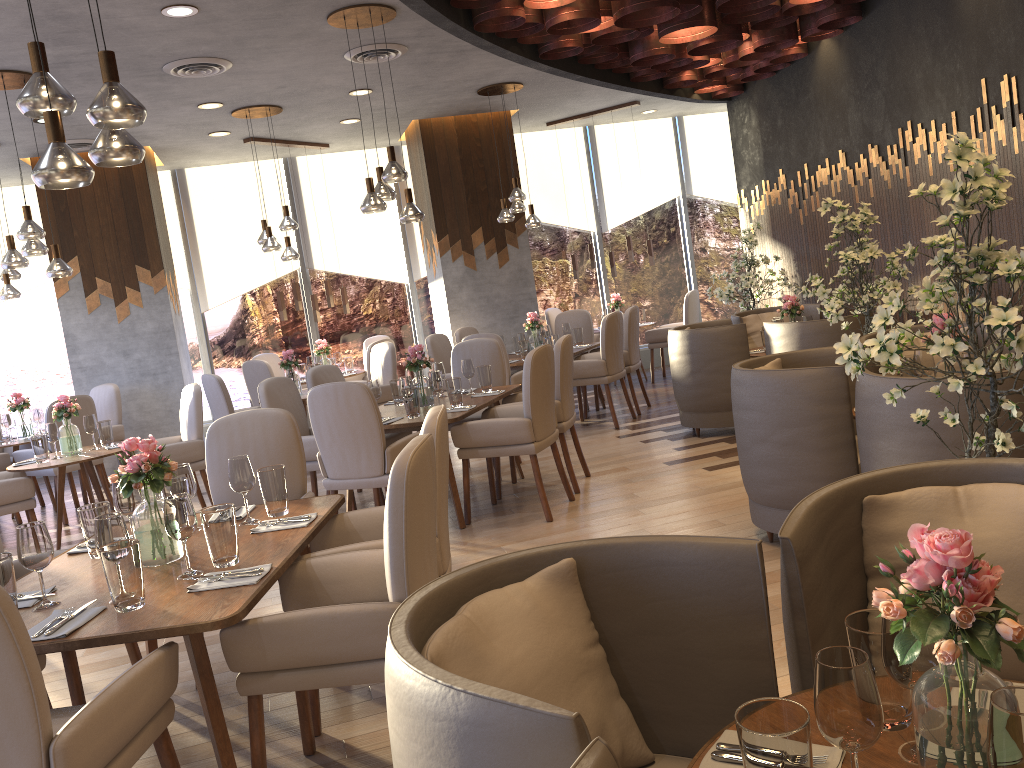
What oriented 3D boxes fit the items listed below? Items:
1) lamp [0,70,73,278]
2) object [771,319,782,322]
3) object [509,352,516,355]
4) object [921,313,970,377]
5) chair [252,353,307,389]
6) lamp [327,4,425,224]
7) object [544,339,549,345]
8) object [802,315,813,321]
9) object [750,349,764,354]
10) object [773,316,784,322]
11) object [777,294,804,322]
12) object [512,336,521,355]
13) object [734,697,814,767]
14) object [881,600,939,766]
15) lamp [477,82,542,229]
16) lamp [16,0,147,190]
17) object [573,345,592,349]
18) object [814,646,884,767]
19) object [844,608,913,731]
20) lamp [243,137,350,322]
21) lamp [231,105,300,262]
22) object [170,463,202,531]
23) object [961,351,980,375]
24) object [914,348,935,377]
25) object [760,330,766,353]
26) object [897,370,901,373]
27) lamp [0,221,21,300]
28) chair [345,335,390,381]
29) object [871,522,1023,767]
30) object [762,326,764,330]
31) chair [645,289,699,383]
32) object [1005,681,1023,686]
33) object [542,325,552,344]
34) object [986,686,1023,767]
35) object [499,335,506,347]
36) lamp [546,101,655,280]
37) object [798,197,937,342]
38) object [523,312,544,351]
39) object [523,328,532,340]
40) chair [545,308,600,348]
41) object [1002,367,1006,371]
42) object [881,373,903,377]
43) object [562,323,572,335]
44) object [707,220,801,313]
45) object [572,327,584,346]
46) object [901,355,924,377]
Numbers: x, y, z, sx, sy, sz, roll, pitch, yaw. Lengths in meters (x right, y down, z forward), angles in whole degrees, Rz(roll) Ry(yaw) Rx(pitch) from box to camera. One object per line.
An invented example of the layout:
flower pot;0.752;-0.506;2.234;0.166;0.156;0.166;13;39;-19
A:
lamp;-3.272;-1.356;5.897;0.440;1.323;0.440;-9;5;-12
object;2.058;-0.379;6.854;0.092;0.244;0.092;-13;6;-40
object;0.106;-0.326;8.959;0.254;0.019;0.158;-5;7;28
object;1.945;-0.115;3.958;0.198;0.414;0.210;-9;5;-2
chair;-2.503;0.129;9.905;0.599;0.997;0.530;-6;6;29
lamp;-0.858;-1.688;5.686;0.440;1.323;0.440;-9;5;-9
object;0.339;-0.440;8.953;0.102;0.178;0.102;-6;6;22
object;2.267;-0.401;6.772;0.092;0.244;0.092;-6;5;26
object;1.950;-0.263;6.973;0.255;0.019;0.158;-8;7;7
object;2.130;-0.413;7.053;0.092;0.244;0.092;-12;6;-37
object;2.193;-0.494;6.917;0.198;0.414;0.210;-12;6;-36
object;0.065;-0.381;8.790;0.102;0.178;0.102;-5;6;34
object;0.377;0.550;1.249;0.102;0.178;0.102;-5;6;30
object;0.632;0.463;1.387;0.092;0.244;0.092;-5;6;34
lamp;-0.015;-2.124;8.380;0.440;1.323;0.439;-11;6;-29
lamp;-1.395;-1.265;2.719;0.439;1.323;0.441;-6;5;25
object;0.636;-0.362;8.594;0.254;0.019;0.158;-5;7;29
object;0.480;0.502;1.251;0.092;0.244;0.092;-11;6;-30
object;0.626;0.485;1.498;0.102;0.178;0.102;-10;5;-12
lamp;-2.233;-1.618;9.480;0.118;1.926;1.166;-6;6;31
lamp;-2.146;-1.748;7.852;0.439;1.323;0.440;-9;5;-7
object;-1.187;0.415;3.221;0.092;0.244;0.092;-8;5;2
object;1.984;-0.016;3.808;0.092;0.244;0.092;-13;7;-41
object;1.922;-0.044;4.123;0.092;0.244;0.092;-10;5;-20
object;1.969;-0.327;6.803;0.102;0.178;0.102;-5;6;34
object;1.899;-0.019;4.231;0.102;0.178;0.102;-9;5;-11
lamp;-4.507;-1.369;7.589;0.439;1.323;0.441;-4;7;43
chair;-1.636;-0.025;10.133;0.527;0.997;0.602;-5;6;33
object;0.614;0.397;1.231;0.197;0.414;0.211;-8;5;8
object;2.076;-0.383;7.148;0.102;0.178;0.102;-7;5;11
chair;1.898;-0.559;10.236;0.599;0.997;0.530;-6;6;29
object;0.798;0.544;1.464;0.157;0.019;0.256;-4;8;32
object;0.356;-0.464;8.843;0.092;0.244;0.092;-8;5;6
object;0.633;0.499;1.076;0.092;0.244;0.092;-8;5;8
object;-0.098;-0.334;8.302;0.092;0.244;0.092;-10;5;-14
lamp;1.073;-2.214;10.412;1.159;1.926;0.118;-5;6;31
object;2.171;-0.347;5.337;0.788;1.612;0.749;-7;5;12
object;0.224;-0.490;8.522;0.198;0.414;0.210;-12;6;-36
object;0.167;-0.431;8.804;0.092;0.244;0.092;-12;6;-36
chair;0.787;-0.469;10.872;0.599;0.997;0.530;-6;6;28
object;2.015;0.024;3.705;0.102;0.178;0.102;-7;5;20
object;1.689;0.046;3.936;0.102;0.178;0.102;-11;6;-29
object;0.545;-0.479;8.733;0.092;0.244;0.092;-10;5;-18
object;2.209;-0.679;8.156;0.747;1.612;0.790;-9;5;-8
object;0.657;-0.464;8.749;0.102;0.178;0.102;-12;6;-34
object;1.790;-0.005;3.956;0.092;0.244;0.092;-4;7;44
